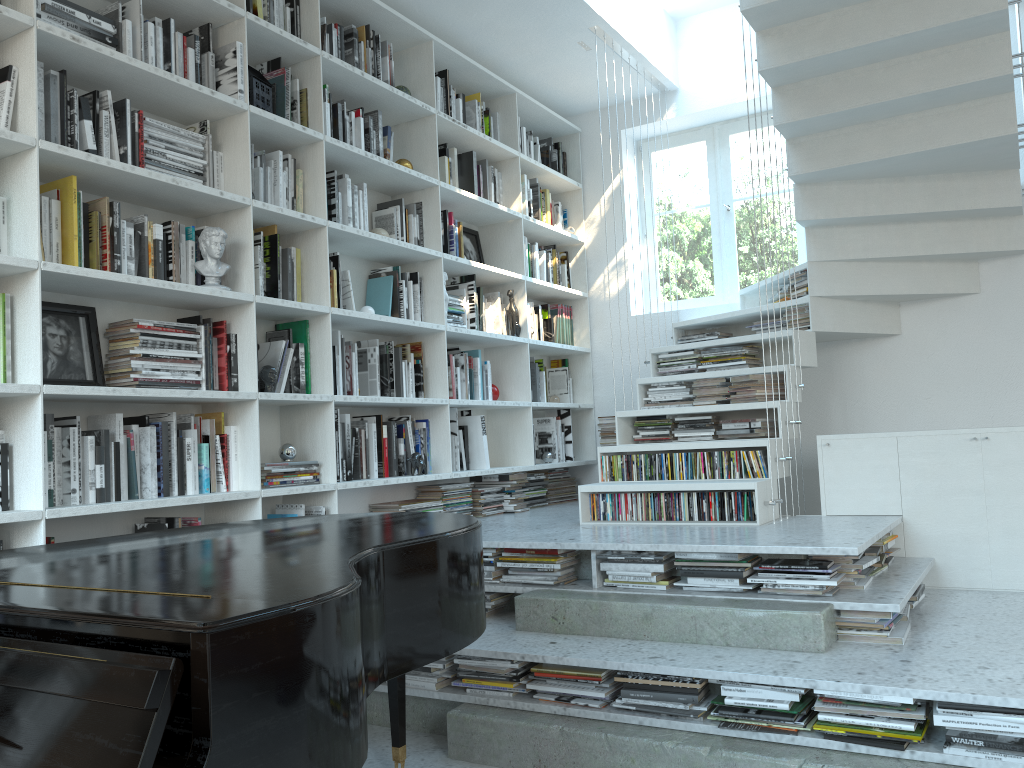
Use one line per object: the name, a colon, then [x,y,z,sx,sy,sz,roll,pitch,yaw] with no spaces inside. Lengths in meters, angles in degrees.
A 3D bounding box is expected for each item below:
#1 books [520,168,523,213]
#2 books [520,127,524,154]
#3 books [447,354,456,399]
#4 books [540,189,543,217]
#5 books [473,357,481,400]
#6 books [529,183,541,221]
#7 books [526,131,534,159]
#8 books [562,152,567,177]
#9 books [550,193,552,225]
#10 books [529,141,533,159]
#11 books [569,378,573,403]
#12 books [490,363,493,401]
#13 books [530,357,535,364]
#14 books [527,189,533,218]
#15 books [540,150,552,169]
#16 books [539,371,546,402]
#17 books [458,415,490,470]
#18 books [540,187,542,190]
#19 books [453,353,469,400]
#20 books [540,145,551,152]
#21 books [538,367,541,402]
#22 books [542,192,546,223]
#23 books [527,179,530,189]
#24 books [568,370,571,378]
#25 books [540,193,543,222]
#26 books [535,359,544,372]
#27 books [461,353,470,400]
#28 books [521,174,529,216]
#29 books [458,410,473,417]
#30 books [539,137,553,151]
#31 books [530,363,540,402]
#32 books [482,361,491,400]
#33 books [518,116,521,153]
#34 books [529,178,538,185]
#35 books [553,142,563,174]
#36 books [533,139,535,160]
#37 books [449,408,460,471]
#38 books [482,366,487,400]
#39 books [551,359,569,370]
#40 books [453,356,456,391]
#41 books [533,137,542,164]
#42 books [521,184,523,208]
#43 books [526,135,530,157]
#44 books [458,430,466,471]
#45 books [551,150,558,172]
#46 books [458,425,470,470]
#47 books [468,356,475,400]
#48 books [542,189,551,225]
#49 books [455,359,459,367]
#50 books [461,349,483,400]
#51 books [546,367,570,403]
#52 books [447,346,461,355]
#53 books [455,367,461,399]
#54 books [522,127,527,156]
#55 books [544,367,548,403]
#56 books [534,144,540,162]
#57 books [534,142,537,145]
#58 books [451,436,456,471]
books: [-0.023,-1.130,5.308,0.183,0.294,0.010,-5,-4,30]
books: [-0.002,-1.465,5.558,0.163,0.259,0.022,-5,-4,30]
books: [-0.386,-0.026,4.681,0.185,0.246,0.045,-5,-4,30]
books: [0.118,-1.091,5.572,0.165,0.237,0.012,-5,-4,30]
books: [-0.257,-0.017,4.897,0.190,0.243,0.023,-5,-4,30]
books: [0.092,-1.102,5.501,0.189,0.253,0.023,-5,-4,30]
books: [0.069,-1.471,5.700,0.159,0.285,0.012,-5,-4,30]
books: [0.284,-1.437,6.010,0.187,0.237,0.025,-5,-4,30]
books: [0.186,-1.101,5.830,0.163,0.287,0.023,-5,-4,30]
books: [0.062,-1.435,5.671,0.163,0.208,0.026,-5,-4,30]
books: [0.324,0.056,5.908,0.167,0.181,0.028,-5,-4,30]
books: [-0.192,0.000,5.036,0.170,0.223,0.027,-5,-4,30]
books: [0.085,-0.016,5.525,0.141,0.297,0.013,-5,-4,30]
books: [0.040,-1.076,5.403,0.190,0.193,0.024,-5,-4,30]
books: [0.174,-1.422,5.824,0.186,0.193,0.024,-5,-4,30]
books: [0.132,0.030,5.563,0.174,0.205,0.021,-5,-4,30]
books: [-0.252,0.320,4.809,0.255,0.291,0.075,-5,-4,30]
books: [0.126,-1.109,5.724,0.165,0.295,0.010,-5,-4,30]
books: [-0.326,-0.028,4.764,0.191,0.255,0.028,-5,-4,30]
books: [0.182,-1.446,5.874,0.160,0.247,0.068,-5,-4,30]
books: [0.099,0.017,5.531,0.172,0.230,0.014,-5,-4,30]
books: [0.133,-1.083,5.578,0.174,0.222,0.013,-5,-4,30]
books: [0.038,-1.109,5.433,0.158,0.263,0.023,-5,-4,30]
books: [0.326,0.030,5.934,0.152,0.237,0.022,-5,-4,30]
books: [0.106,-1.076,5.538,0.184,0.206,0.014,-5,-4,30]
books: [0.131,-0.008,5.583,0.161,0.284,0.011,-5,-4,30]
books: [-0.314,-0.030,4.795,0.186,0.262,0.012,-5,-4,30]
books: [0.006,-1.114,5.339,0.189,0.263,0.026,-5,-4,30]
books: [-0.271,0.310,4.890,0.136,0.326,0.012,-5,-4,30]
books: [0.204,-1.477,5.922,0.162,0.313,0.014,-5,-4,30]
books: [0.079,0.003,5.456,0.184,0.248,0.027,-5,-4,30]
books: [-0.204,-0.007,5.013,0.181,0.235,0.025,-5,-4,30]
books: [-0.028,-1.491,5.507,0.184,0.306,0.012,-5,-4,30]
books: [0.098,-1.122,5.524,0.152,0.296,0.022,-5,-4,30]
books: [0.252,-1.464,5.949,0.190,0.286,0.014,-5,-4,30]
books: [0.080,-1.460,5.708,0.143,0.263,0.015,-5,-4,30]
books: [-0.356,0.298,4.712,0.169,0.333,0.014,-5,-4,30]
books: [-0.230,0.008,4.954,0.189,0.200,0.030,-5,-4,30]
books: [0.326,-0.008,5.955,0.129,0.315,0.013,-5,-4,30]
books: [-0.381,-0.021,4.719,0.177,0.239,0.026,-5,-4,30]
books: [0.126,-1.463,5.800,0.132,0.277,0.069,-5,-4,30]
books: [-0.013,-1.085,5.321,0.166,0.205,0.024,-5,-4,30]
books: [0.044,-1.451,5.635,0.143,0.237,0.025,-5,-4,30]
books: [-0.336,0.357,4.737,0.184,0.217,0.052,-5,-4,30]
books: [0.220,-1.431,5.897,0.192,0.216,0.012,-5,-4,30]
books: [-0.314,0.348,4.784,0.171,0.239,0.031,-5,-4,30]
books: [-0.285,-0.021,4.849,0.177,0.249,0.014,-5,-4,30]
books: [0.127,-1.090,5.613,0.248,0.242,0.042,-5,-4,30]
books: [-0.355,-0.014,4.758,0.179,0.229,0.012,-5,-4,30]
books: [-0.249,-0.039,4.922,0.181,0.290,0.026,-5,-4,30]
books: [0.306,0.020,5.896,0.161,0.254,0.012,-5,-4,30]
books: [-0.335,-0.048,4.794,0.147,0.299,0.013,-5,-4,30]
books: [-0.356,0.008,4.734,0.186,0.181,0.027,-5,-4,30]
books: [0.010,-1.466,5.580,0.179,0.264,0.029,-5,-4,30]
books: [0.150,0.016,5.625,0.166,0.239,0.013,-5,-4,30]
books: [0.102,-1.434,5.736,0.163,0.212,0.057,-5,-4,30]
books: [0.107,-1.444,5.772,0.131,0.235,0.010,-5,-4,30]
books: [-0.365,0.371,4.693,0.149,0.185,0.024,-5,-4,30]
